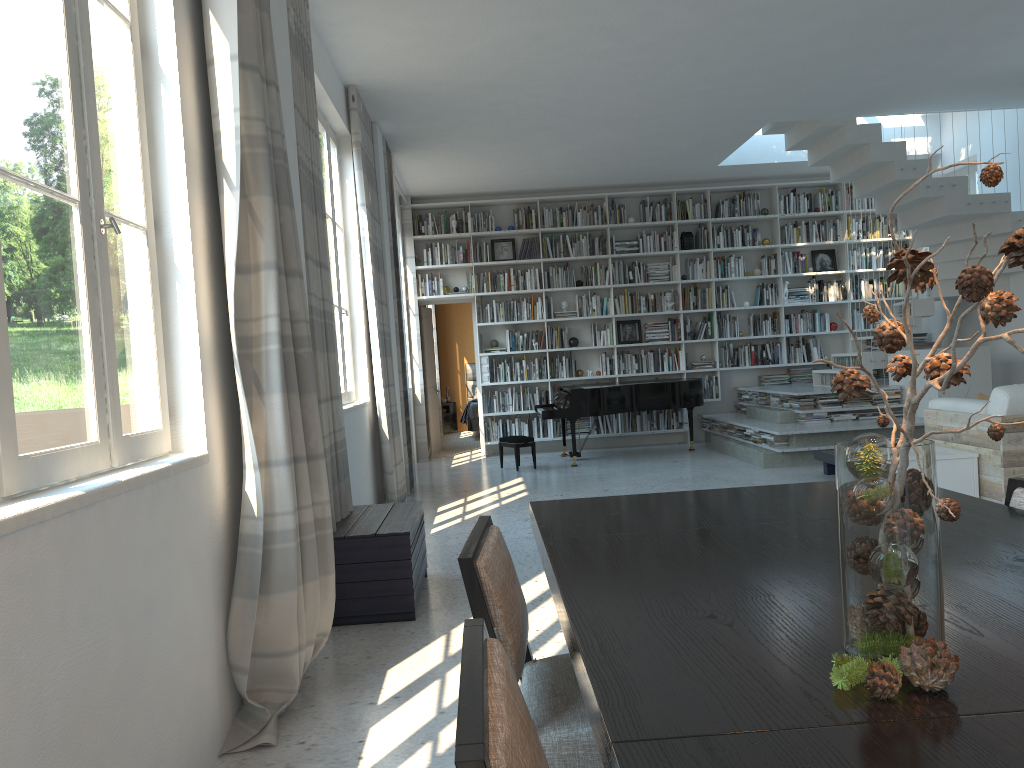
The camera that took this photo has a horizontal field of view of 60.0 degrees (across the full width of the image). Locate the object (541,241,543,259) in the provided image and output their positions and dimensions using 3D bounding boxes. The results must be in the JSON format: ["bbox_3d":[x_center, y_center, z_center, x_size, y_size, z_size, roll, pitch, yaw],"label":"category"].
[{"bbox_3d":[0.361,-1.656,11.007,0.012,0.254,0.161,-4,2,-2],"label":"object"}]

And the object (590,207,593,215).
[{"bbox_3d":[0.991,-2.061,11.012,0.010,0.247,0.157,-4,2,-2],"label":"object"}]

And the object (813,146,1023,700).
[{"bbox_3d":[0.512,0.050,0.982,0.317,0.601,0.542,-5,2,-31],"label":"object"}]

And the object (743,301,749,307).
[{"bbox_3d":[2.923,-0.993,11.056,0.071,0.072,0.071,-5,2,-43],"label":"object"}]

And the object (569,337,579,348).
[{"bbox_3d":[0.767,-0.517,11.034,0.133,0.135,0.133,-5,2,-43],"label":"object"}]

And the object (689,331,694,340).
[{"bbox_3d":[2.215,-0.596,10.937,0.054,0.113,0.079,-4,2,-3],"label":"object"}]

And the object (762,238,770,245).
[{"bbox_3d":[3.151,-1.757,11.001,0.100,0.102,0.100,-4,2,-24],"label":"object"}]

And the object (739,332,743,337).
[{"bbox_3d":[2.859,-0.620,11.101,0.071,0.072,0.071,-5,2,-43],"label":"object"}]

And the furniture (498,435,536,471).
[{"bbox_3d":[0.056,0.728,9.446,0.240,0.353,0.467,-5,2,-27],"label":"furniture"}]

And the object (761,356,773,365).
[{"bbox_3d":[3.152,-0.288,10.970,0.160,0.114,0.064,-4,2,-14],"label":"object"}]

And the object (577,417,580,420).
[{"bbox_3d":[0.813,0.404,11.050,0.086,0.087,0.086,-4,2,-24],"label":"object"}]

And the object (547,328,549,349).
[{"bbox_3d":[0.442,-0.565,11.059,0.012,0.270,0.130,-4,2,-2],"label":"object"}]

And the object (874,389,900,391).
[{"bbox_3d":[3.807,0.053,9.107,0.284,0.030,0.177,-4,1,-2],"label":"object"}]

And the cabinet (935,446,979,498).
[{"bbox_3d":[2.326,0.623,5.021,0.380,0.487,0.502,-4,2,-2],"label":"cabinet"}]

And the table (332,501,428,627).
[{"bbox_3d":[-0.722,0.875,4.440,0.523,0.415,0.925,-4,1,-2],"label":"table"}]

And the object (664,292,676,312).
[{"bbox_3d":[1.942,-1.012,10.938,0.137,0.244,0.138,-5,2,-36],"label":"object"}]

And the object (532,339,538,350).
[{"bbox_3d":[0.283,-0.484,10.881,0.081,0.140,0.044,-4,2,-18],"label":"object"}]

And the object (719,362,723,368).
[{"bbox_3d":[2.602,-0.237,11.101,0.071,0.072,0.071,-5,2,-43],"label":"object"}]

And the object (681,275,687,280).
[{"bbox_3d":[2.128,-1.314,10.969,0.071,0.072,0.071,-5,2,-43],"label":"object"}]

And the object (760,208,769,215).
[{"bbox_3d":[3.128,-2.125,10.982,0.104,0.105,0.104,-5,2,-43],"label":"object"}]

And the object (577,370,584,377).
[{"bbox_3d":[0.848,-0.135,11.060,0.091,0.092,0.091,-4,2,-24],"label":"object"}]

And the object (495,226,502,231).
[{"bbox_3d":[-0.167,-1.903,10.944,0.082,0.083,0.082,-4,2,-24],"label":"object"}]

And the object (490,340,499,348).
[{"bbox_3d":[-0.217,-0.498,11.003,0.105,0.106,0.105,-4,2,-24],"label":"object"}]

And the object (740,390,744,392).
[{"bbox_3d":[2.953,0.077,11.086,0.131,0.025,0.290,-4,1,0],"label":"object"}]

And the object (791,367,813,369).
[{"bbox_3d":[3.618,-0.197,11.154,0.285,0.005,0.159,-4,1,3],"label":"object"}]

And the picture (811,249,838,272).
[{"bbox_3d":[3.936,-1.544,11.176,0.300,0.300,0.077,-4,2,-2],"label":"picture"}]

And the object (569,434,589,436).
[{"bbox_3d":[0.829,0.634,11.094,0.254,0.007,0.161,-4,1,1],"label":"object"}]

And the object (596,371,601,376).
[{"bbox_3d":[1.074,-0.133,11.025,0.061,0.062,0.061,-5,2,-43],"label":"object"}]

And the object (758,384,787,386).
[{"bbox_3d":[3.294,0.010,11.149,0.345,0.007,0.193,-4,1,-7],"label":"object"}]

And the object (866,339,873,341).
[{"bbox_3d":[4.170,-0.509,10.165,0.161,0.025,0.174,-4,1,2],"label":"object"}]

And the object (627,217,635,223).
[{"bbox_3d":[1.473,-2.019,10.984,0.105,0.106,0.104,-4,2,-24],"label":"object"}]

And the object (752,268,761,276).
[{"bbox_3d":[3.059,-1.391,11.092,0.111,0.113,0.111,-4,2,-24],"label":"object"}]

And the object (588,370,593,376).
[{"bbox_3d":[0.969,-0.141,10.998,0.060,0.095,0.078,-3,2,15],"label":"object"}]

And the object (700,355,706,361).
[{"bbox_3d":[2.374,-0.322,11.012,0.071,0.072,0.071,-5,2,-43],"label":"object"}]

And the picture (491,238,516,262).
[{"bbox_3d":[-0.106,-1.657,11.037,0.300,0.300,0.077,-4,2,-2],"label":"picture"}]

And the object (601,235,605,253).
[{"bbox_3d":[1.122,-1.701,10.885,0.075,0.255,0.075,-5,2,-23],"label":"object"}]

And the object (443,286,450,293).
[{"bbox_3d":[-0.804,-1.164,10.917,0.087,0.088,0.087,-5,2,-43],"label":"object"}]

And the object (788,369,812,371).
[{"bbox_3d":[3.619,-0.175,11.166,0.254,0.006,0.161,-4,1,-2],"label":"object"}]

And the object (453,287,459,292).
[{"bbox_3d":[-0.690,-1.165,10.969,0.071,0.072,0.071,-4,2,-24],"label":"object"}]

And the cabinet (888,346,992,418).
[{"bbox_3d":[4.224,-0.017,8.830,0.551,0.668,0.992,-4,2,-2],"label":"cabinet"}]

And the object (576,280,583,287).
[{"bbox_3d":[0.833,-1.239,10.993,0.097,0.098,0.097,-5,2,-43],"label":"object"}]

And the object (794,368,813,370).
[{"bbox_3d":[3.619,-0.186,11.166,0.285,0.005,0.159,-4,1,-2],"label":"object"}]

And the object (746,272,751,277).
[{"bbox_3d":[2.946,-1.362,11.066,0.068,0.068,0.068,-4,2,-24],"label":"object"}]

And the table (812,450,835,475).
[{"bbox_3d":[3.265,0.655,7.098,1.270,0.218,1.257,-4,1,-2],"label":"table"}]

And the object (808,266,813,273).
[{"bbox_3d":[3.717,-1.423,11.086,0.091,0.092,0.091,-5,2,-43],"label":"object"}]

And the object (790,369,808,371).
[{"bbox_3d":[3.619,-0.181,11.166,0.254,0.006,0.161,-4,1,-2],"label":"object"}]

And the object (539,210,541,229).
[{"bbox_3d":[0.337,-2.038,10.993,0.012,0.285,0.159,-4,2,-2],"label":"object"}]

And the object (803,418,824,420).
[{"bbox_3d":[3.045,0.349,8.986,0.204,0.004,0.139,-4,1,1],"label":"object"}]

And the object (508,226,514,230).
[{"bbox_3d":[-0.010,-1.913,10.949,0.082,0.083,0.082,-4,2,-24],"label":"object"}]

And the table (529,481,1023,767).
[{"bbox_3d":[0.651,0.696,1.500,1.086,0.736,2.198,-4,1,-2],"label":"table"}]

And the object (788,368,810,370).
[{"bbox_3d":[3.618,-0.192,11.163,0.254,0.006,0.161,-4,1,-1],"label":"object"}]

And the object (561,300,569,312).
[{"bbox_3d":[0.655,-0.975,11.036,0.095,0.157,0.121,-3,2,12],"label":"object"}]

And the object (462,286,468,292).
[{"bbox_3d":[-0.584,-1.172,10.952,0.071,0.072,0.071,-4,2,-24],"label":"object"}]

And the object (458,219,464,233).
[{"bbox_3d":[-0.621,-1.916,10.817,0.067,0.198,0.067,-2,3,41],"label":"object"}]

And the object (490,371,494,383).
[{"bbox_3d":[-0.250,-0.086,10.897,0.045,0.146,0.045,-2,3,37],"label":"object"}]

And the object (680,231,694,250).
[{"bbox_3d":[2.169,-1.768,10.984,0.135,0.248,0.135,-4,2,-12],"label":"object"}]

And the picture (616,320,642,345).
[{"bbox_3d":[1.473,-0.650,11.124,0.300,0.300,0.077,-4,2,-2],"label":"picture"}]

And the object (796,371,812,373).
[{"bbox_3d":[3.618,-0.148,11.167,0.254,0.006,0.161,-4,1,-2],"label":"object"}]

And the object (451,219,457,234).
[{"bbox_3d":[-0.702,-1.911,10.815,0.067,0.198,0.067,-2,3,41],"label":"object"}]
